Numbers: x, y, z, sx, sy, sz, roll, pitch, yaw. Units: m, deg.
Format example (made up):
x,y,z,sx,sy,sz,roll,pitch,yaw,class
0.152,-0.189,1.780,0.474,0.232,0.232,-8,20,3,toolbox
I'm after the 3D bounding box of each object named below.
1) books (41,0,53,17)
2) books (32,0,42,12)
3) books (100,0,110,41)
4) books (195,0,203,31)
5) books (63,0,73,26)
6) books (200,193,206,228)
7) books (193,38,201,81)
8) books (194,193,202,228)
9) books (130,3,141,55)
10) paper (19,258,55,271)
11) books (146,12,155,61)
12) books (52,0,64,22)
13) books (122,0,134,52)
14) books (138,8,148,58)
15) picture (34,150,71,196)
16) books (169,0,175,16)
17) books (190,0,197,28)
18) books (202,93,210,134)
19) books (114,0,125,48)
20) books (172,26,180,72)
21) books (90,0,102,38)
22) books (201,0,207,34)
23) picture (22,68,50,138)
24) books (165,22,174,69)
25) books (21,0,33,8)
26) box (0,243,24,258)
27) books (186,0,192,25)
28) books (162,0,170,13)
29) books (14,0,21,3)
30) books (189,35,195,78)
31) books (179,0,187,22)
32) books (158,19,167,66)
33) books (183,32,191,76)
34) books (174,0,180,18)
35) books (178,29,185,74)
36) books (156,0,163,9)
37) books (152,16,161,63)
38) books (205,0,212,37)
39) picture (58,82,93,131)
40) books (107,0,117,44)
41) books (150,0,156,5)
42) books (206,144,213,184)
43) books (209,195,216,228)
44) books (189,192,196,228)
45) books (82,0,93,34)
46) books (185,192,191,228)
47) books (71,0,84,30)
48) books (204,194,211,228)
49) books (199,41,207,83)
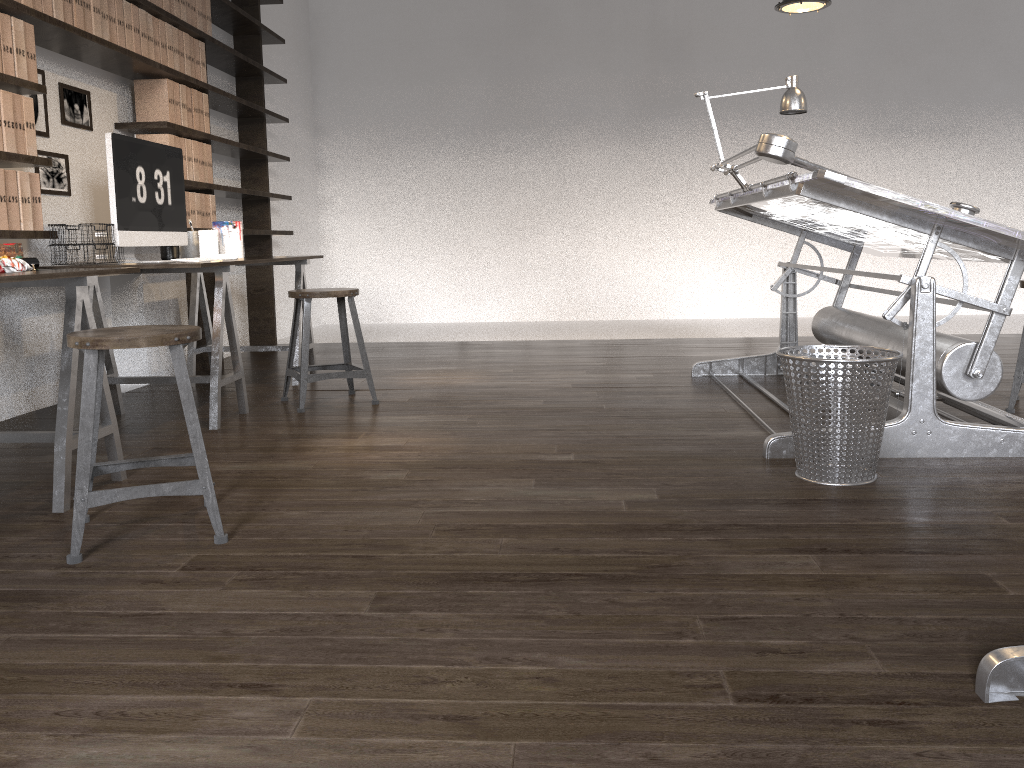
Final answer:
x,y,z,sx,sy,sz,roll,pitch,yaw,class
-1.881,-1.527,3.418,0.174,0.224,0.067,-1,7,4,books
-1.885,-1.516,3.347,0.174,0.224,0.067,-1,7,4,books
-1.851,-1.597,3.843,0.174,0.224,0.067,-1,7,4,books
-1.788,-2.030,4.835,0.174,0.224,0.067,-1,7,4,books
-1.872,-1.550,3.558,0.174,0.224,0.067,-1,7,4,books
-1.776,-0.928,4.855,0.174,0.224,0.067,-1,7,4,books
-1.792,-1.755,4.808,0.174,0.224,0.067,-1,7,4,books
-1.777,-0.917,4.785,0.174,0.224,0.067,-1,7,4,books
-1.830,-1.642,4.118,0.174,0.224,0.067,-1,7,4,books
-1.482,-0.366,2.709,0.137,0.038,0.156,2,10,18,paper
-1.824,-1.666,4.262,0.174,0.224,0.067,-1,7,4,books
-1.872,-1.539,3.488,0.174,0.224,0.067,-1,7,4,books
-1.838,-1.632,4.056,0.174,0.224,0.067,-1,7,4,books
-1.825,-1.654,4.190,0.174,0.224,0.067,-1,7,4,books
-2.007,-0.917,3.861,0.023,0.182,0.253,-1,8,4,picture
-1.814,-1.974,4.493,0.174,0.224,0.067,-1,7,4,books
-1.799,-2.019,4.767,0.174,0.224,0.067,-1,7,4,books
-1.779,-1.494,4.919,0.174,0.224,0.067,-1,7,4,books
-1.844,-1.620,3.982,0.174,0.224,0.067,-1,7,4,books
-1.806,-1.711,4.542,0.174,0.224,0.067,-1,7,4,books
-1.852,-1.585,3.771,0.174,0.224,0.067,-1,7,4,books
-1.788,-2.041,4.902,0.174,0.224,0.067,-1,7,4,books
-2.021,-1.190,3.722,0.022,0.283,0.202,-1,7,3,picture
-1.809,-1.700,4.470,0.174,0.224,0.067,-1,7,4,books
-1.883,-1.505,3.280,0.174,0.224,0.067,-1,7,4,books
-1.637,-0.454,2.725,0.137,0.206,0.213,-1,8,4,box
-1.802,-2.007,4.697,0.174,0.224,0.067,-1,7,4,books
-1.814,-1.963,4.427,0.174,0.224,0.067,-1,7,4,books
-1.892,-1.494,3.214,0.174,0.224,0.067,-1,7,4,books
-1.796,-1.743,4.738,0.174,0.224,0.067,-1,7,4,books
-1.802,-1.996,4.627,0.174,0.224,0.067,-1,7,4,books
-1.817,-1.688,4.401,0.174,0.224,0.067,-1,7,4,books
-1.795,-1.732,4.670,0.174,0.224,0.067,-1,7,4,books
-1.809,-1.984,4.556,0.174,0.224,0.067,-1,7,4,books
-1.804,-1.722,4.604,0.174,0.224,0.067,-1,7,4,books
-1.824,-1.952,4.360,0.174,0.224,0.067,-1,7,4,books
-1.823,-1.677,4.331,0.174,0.224,0.067,-1,7,4,books
-1.783,-2.051,4.964,0.174,0.224,0.067,-1,7,4,books
-1.999,-1.265,4.052,0.023,0.182,0.253,-1,8,4,picture
-1.850,-1.608,3.913,0.174,0.224,0.067,-1,7,4,books
-1.829,-1.941,4.290,0.174,0.224,0.067,-1,7,4,books
-1.774,-1.224,4.956,0.174,0.224,0.067,-1,7,4,books
-1.763,-0.950,4.988,0.174,0.224,0.067,-1,7,4,books
-1.783,-0.906,4.719,0.174,0.224,0.067,-1,7,4,books
-1.863,-1.575,3.706,0.174,0.224,0.067,-1,7,4,books
-1.789,-0.896,4.657,0.174,0.224,0.067,-1,7,4,books
-1.862,-1.563,3.632,0.174,0.224,0.067,-1,7,4,books
-1.774,-0.940,4.924,0.174,0.224,0.067,-1,7,4,books
-1.783,-1.766,4.878,0.174,0.224,0.067,-1,7,4,books
